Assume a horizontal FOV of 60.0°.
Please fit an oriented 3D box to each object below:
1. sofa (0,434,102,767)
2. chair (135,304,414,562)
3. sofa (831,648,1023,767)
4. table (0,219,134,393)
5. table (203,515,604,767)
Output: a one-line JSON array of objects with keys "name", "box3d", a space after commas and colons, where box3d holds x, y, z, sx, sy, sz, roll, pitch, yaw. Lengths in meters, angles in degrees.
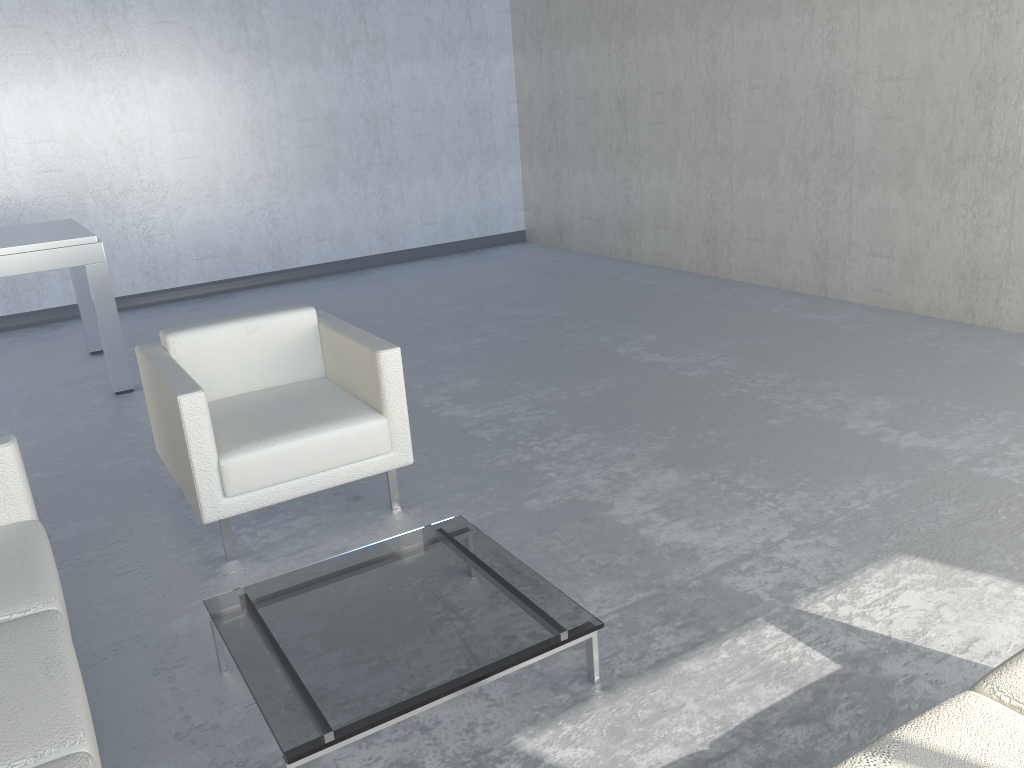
[{"name": "sofa", "box3d": [-1.230, 0.689, 1.618, 0.821, 0.658, 1.881, -15, 21, -28]}, {"name": "chair", "box3d": [-0.883, 0.115, 3.279, 0.748, 0.662, 0.821, -15, 21, -28]}, {"name": "sofa", "box3d": [0.758, 0.707, 1.091, 1.881, 0.658, 0.821, -15, 21, -28]}, {"name": "table", "box3d": [-3.287, -0.275, 4.695, 2.095, 0.835, 1.180, -15, 21, -28]}, {"name": "table", "box3d": [-0.290, 0.656, 2.247, 0.773, 0.190, 0.730, -15, 21, -28]}]
